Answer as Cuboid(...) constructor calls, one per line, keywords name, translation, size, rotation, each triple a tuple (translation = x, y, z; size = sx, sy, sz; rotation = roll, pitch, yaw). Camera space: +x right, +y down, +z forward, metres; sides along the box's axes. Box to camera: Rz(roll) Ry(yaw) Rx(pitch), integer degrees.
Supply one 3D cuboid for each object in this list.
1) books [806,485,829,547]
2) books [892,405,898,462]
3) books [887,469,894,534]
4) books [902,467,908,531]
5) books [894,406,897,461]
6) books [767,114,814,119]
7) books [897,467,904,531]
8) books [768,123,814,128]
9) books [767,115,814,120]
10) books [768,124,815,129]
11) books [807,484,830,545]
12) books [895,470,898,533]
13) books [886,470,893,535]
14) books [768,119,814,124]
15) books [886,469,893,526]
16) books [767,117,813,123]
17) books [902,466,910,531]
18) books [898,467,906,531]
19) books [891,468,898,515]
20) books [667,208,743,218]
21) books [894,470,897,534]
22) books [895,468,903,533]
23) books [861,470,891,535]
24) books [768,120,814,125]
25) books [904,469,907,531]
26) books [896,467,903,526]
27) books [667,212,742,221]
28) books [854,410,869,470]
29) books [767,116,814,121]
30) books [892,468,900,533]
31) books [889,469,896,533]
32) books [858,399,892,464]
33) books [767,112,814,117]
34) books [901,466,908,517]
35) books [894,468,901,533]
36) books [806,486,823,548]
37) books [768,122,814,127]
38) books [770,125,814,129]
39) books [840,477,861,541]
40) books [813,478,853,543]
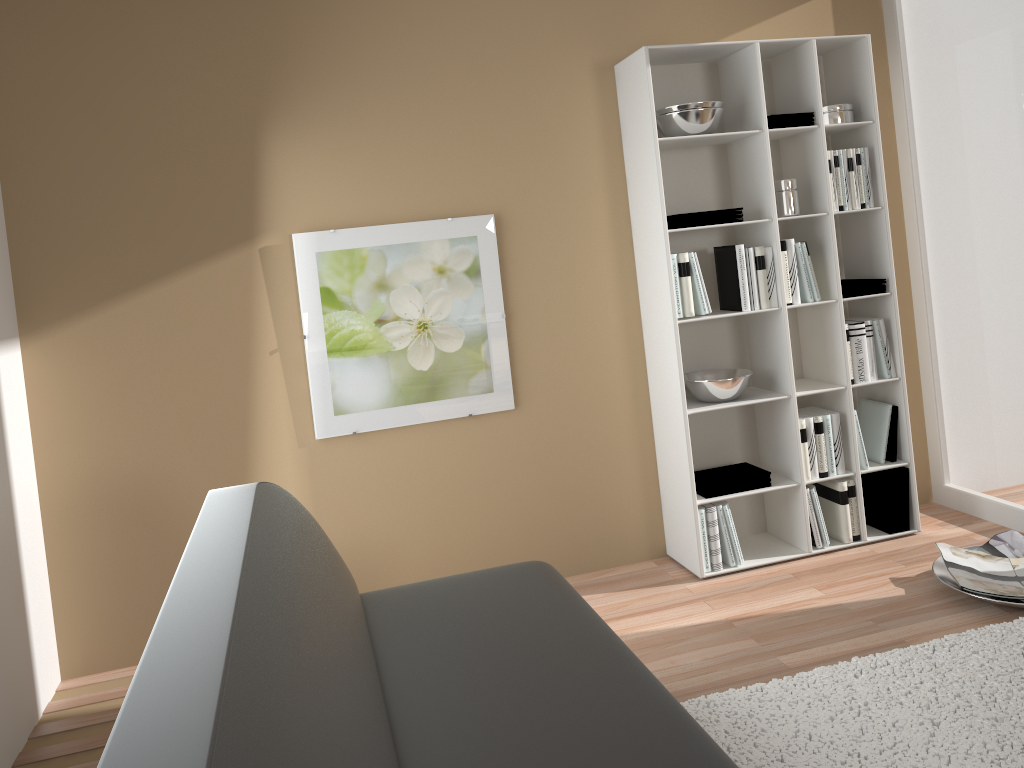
Cuboid(name="books", translation=(1.262, 0.547, 3.771), size=(0.058, 0.257, 0.208), rotation=(-7, 4, -13))
Cuboid(name="books", translation=(1.638, 0.204, 3.905), size=(0.043, 0.237, 0.212), rotation=(-7, 4, -13))
Cuboid(name="books", translation=(1.603, 0.493, 3.866), size=(0.032, 0.269, 0.214), rotation=(-7, 4, -13))
Cuboid(name="books", translation=(1.669, 0.486, 3.879), size=(0.032, 0.268, 0.212), rotation=(-7, 4, -13))
Cuboid(name="books", translation=(1.630, 0.203, 3.903), size=(0.043, 0.241, 0.220), rotation=(-7, 4, -13))
Cuboid(name="books", translation=(1.119, -1.133, 3.800), size=(0.211, 0.007, 0.298), rotation=(-9, 9, -18))
Cuboid(name="books", translation=(1.651, 0.486, 3.878), size=(0.032, 0.269, 0.214), rotation=(-7, 4, -13))
Cuboid(name="books", translation=(1.124, -1.095, 3.805), size=(0.211, 0.006, 0.298), rotation=(-9, 9, -18))
Cuboid(name="books", translation=(1.123, -1.128, 3.805), size=(0.211, 0.008, 0.298), rotation=(-9, 9, -18))
Cuboid(name="books", translation=(1.124, -1.089, 3.805), size=(0.211, 0.006, 0.298), rotation=(-9, 9, -18))
Cuboid(name="books", translation=(1.274, 0.541, 3.790), size=(0.058, 0.257, 0.208), rotation=(-7, 4, -13))
Cuboid(name="books", translation=(1.621, 0.493, 3.867), size=(0.032, 0.268, 0.212), rotation=(-7, 4, -13))
Cuboid(name="books", translation=(1.595, 0.497, 3.859), size=(0.032, 0.268, 0.212), rotation=(-7, 4, -13))
Cuboid(name="books", translation=(1.122, -1.111, 3.803), size=(0.211, 0.006, 0.298), rotation=(-9, 9, -18))
Cuboid(name="books", translation=(1.598, 0.494, 3.865), size=(0.032, 0.269, 0.214), rotation=(-7, 4, -13))
Cuboid(name="books", translation=(1.120, -1.117, 3.804), size=(0.211, 0.006, 0.299), rotation=(-9, 8, -17))
Cuboid(name="books", translation=(1.680, 0.484, 3.882), size=(0.032, 0.268, 0.212), rotation=(-7, 4, -13))
Cuboid(name="books", translation=(1.658, 0.486, 3.875), size=(0.032, 0.271, 0.217), rotation=(-7, 4, -13))
Cuboid(name="books", translation=(1.626, 0.490, 3.868), size=(0.032, 0.273, 0.220), rotation=(-7, 4, -13))
Cuboid(name="books", translation=(0.784, -0.711, 3.690), size=(0.298, 0.007, 0.211), rotation=(-8, 8, -14))
Cuboid(name="books", translation=(1.616, 0.494, 3.866), size=(0.032, 0.268, 0.212), rotation=(-7, 4, -13))
Cuboid(name="books", translation=(1.642, 0.490, 3.871), size=(0.032, 0.268, 0.212), rotation=(-7, 4, -13))
Cuboid(name="books", translation=(1.589, 0.498, 3.859), size=(0.032, 0.268, 0.212), rotation=(-7, 4, -13))
Cuboid(name="books", translation=(1.123, -1.106, 3.803), size=(0.211, 0.006, 0.298), rotation=(-9, 9, -18))
Cuboid(name="books", translation=(1.664, 0.487, 3.878), size=(0.032, 0.268, 0.212), rotation=(-7, 4, -13))
Cuboid(name="books", translation=(1.646, 0.487, 3.877), size=(0.032, 0.269, 0.214), rotation=(-7, 4, -13))
Cuboid(name="books", translation=(0.781, -0.700, 3.694), size=(0.298, 0.008, 0.211), rotation=(-8, 8, -14))
Cuboid(name="books", translation=(1.455, 0.227, 3.828), size=(0.060, 0.259, 0.208), rotation=(-7, 4, -13))
Cuboid(name="books", translation=(1.124, -1.123, 3.805), size=(0.211, 0.008, 0.298), rotation=(-9, 9, -18))
Cuboid(name="books", translation=(1.632, 0.491, 3.870), size=(0.032, 0.268, 0.212), rotation=(-7, 4, -13))
Cuboid(name="books", translation=(1.610, 0.493, 3.863), size=(0.032, 0.271, 0.217), rotation=(-7, 4, -13))
Cuboid(name="books", translation=(1.596, 0.205, 3.897), size=(0.085, 0.245, 0.208), rotation=(-7, 4, -13))
Cuboid(name="books", translation=(1.120, -1.138, 3.800), size=(0.211, 0.006, 0.298), rotation=(-9, 9, -18))
Cuboid(name="books", translation=(1.674, 0.483, 3.880), size=(0.032, 0.273, 0.220), rotation=(-7, 4, -13))
Cuboid(name="books", translation=(1.637, 0.491, 3.871), size=(0.032, 0.268, 0.212), rotation=(-7, 4, -13))
Cuboid(name="books", translation=(1.235, 0.548, 3.768), size=(0.060, 0.259, 0.208), rotation=(-7, 4, -13))
Cuboid(name="books", translation=(1.123, -1.101, 3.807), size=(0.211, 0.006, 0.298), rotation=(-9, 9, -20))
Cuboid(name="books", translation=(1.123, -1.084, 3.805), size=(0.211, 0.007, 0.298), rotation=(-9, 9, -18))
Cuboid(name="books", translation=(1.421, 0.522, 3.813), size=(0.040, 0.257, 0.208), rotation=(-7, 4, -13))
Cuboid(name="books", translation=(1.383, 0.529, 3.799), size=(0.040, 0.257, 0.208), rotation=(-7, 4, -13))
